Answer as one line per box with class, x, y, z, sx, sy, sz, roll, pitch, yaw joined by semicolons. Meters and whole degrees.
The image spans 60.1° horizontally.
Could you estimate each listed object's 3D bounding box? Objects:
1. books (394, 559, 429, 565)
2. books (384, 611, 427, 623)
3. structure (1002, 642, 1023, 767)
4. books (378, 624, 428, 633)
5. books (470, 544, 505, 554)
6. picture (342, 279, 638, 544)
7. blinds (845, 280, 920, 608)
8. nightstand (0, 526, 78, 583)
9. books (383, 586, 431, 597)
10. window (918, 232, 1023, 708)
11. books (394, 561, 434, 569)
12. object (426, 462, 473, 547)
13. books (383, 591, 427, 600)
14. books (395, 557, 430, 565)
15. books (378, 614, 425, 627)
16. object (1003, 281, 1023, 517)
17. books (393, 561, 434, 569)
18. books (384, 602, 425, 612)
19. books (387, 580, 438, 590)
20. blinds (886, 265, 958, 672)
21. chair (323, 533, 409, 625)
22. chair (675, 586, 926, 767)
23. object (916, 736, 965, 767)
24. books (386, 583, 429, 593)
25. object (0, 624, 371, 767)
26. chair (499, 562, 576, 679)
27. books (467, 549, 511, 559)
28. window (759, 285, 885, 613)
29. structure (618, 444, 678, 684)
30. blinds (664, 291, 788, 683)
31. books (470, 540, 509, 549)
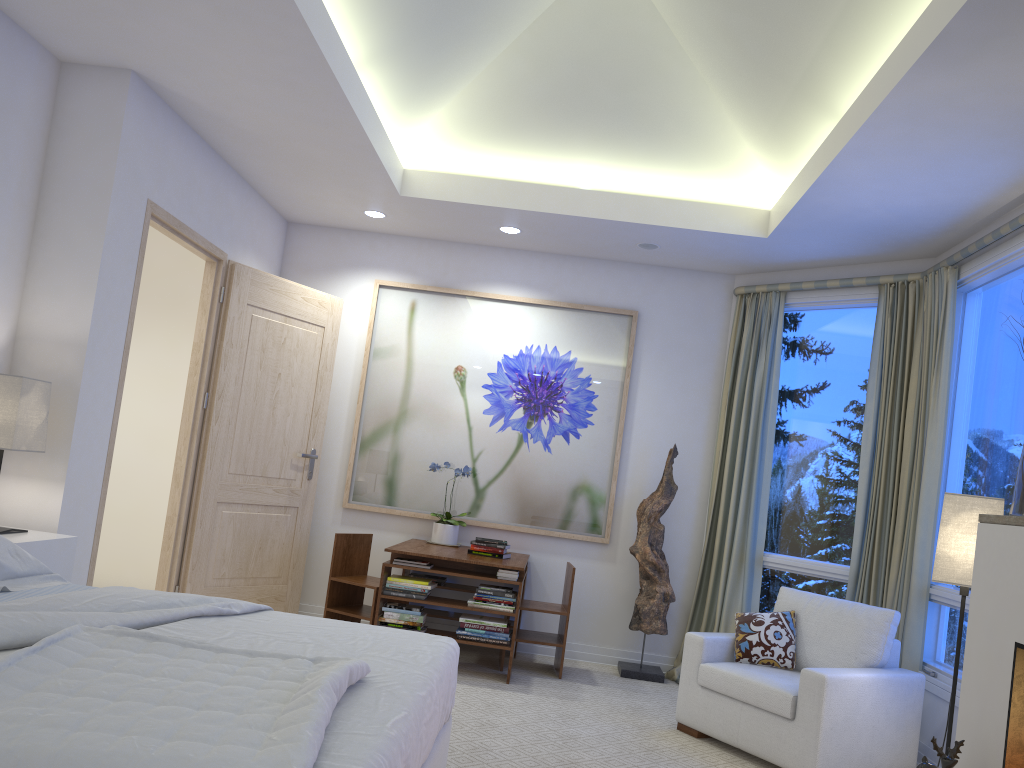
books;-0.535;0.947;4.731;0.174;0.008;0.112;7;-6;4
books;-0.562;1.225;4.690;0.208;0.035;0.145;7;-6;4
structure;1.588;1.007;2.026;0.475;0.613;0.878;7;-5;4
books;-0.576;1.290;4.698;0.242;0.019;0.169;7;-6;4
books;-0.130;0.936;5.029;0.190;0.031;0.132;7;-6;8
picture;-0.136;0.161;5.561;1.679;1.456;0.030;7;-3;3
blinds;1.883;0.608;4.590;0.271;2.364;0.523;11;-4;-43
nightstand;-1.999;0.720;2.186;0.400;0.598;2.561;7;-6;4
books;-0.555;1.098;4.713;0.234;0.019;0.144;7;-6;3
window;2.120;0.374;3.697;0.206;2.020;1.519;7;-4;4
books;-0.525;0.959;4.723;0.201;0.015;0.140;7;-6;4
object;-0.399;0.728;5.413;0.305;0.503;0.217;7;-4;3
books;-0.562;1.116;4.714;0.217;0.020;0.157;7;-6;4
books;-0.535;0.947;4.731;0.177;0.009;0.113;7;-6;4
books;-0.578;1.250;4.690;0.233;0.022;0.142;7;-6;3
object;1.518;0.046;2.615;0.188;0.690;0.194;6;-4;31
books;-0.524;0.960;4.723;0.201;0.014;0.137;7;-6;4
books;-0.569;1.182;4.694;0.198;0.017;0.114;7;-6;3
books;-0.531;1.065;4.730;0.239;0.019;0.173;7;-6;9
blinds;1.919;0.593;4.401;0.267;2.361;0.526;8;-3;-3
chair;-0.823;1.191;5.113;0.339;0.608;0.342;6;-4;29
chair;1.276;1.298;3.961;0.690;0.704;0.806;10;-6;-31
object;1.226;1.169;2.565;0.097;0.307;0.180;8;-4;-10
books;-0.549;1.080;4.720;0.222;0.020;0.155;7;-6;4
object;-0.692;0.785;1.721;0.718;0.465;0.917;8;-6;0
chair;0.137;1.311;5.033;0.340;0.608;0.341;8;-4;-1
books;-0.127;0.964;5.036;0.212;0.027;0.155;6;-6;18
window;1.571;0.125;2.082;0.813;2.018;6.876;7;-6;4
structure;0.845;1.038;5.273;0.305;1.389;0.265;7;-3;4
blinds;1.263;0.591;5.226;0.641;2.367;0.296;4;-5;45
books;-0.122;0.913;5.030;0.205;0.020;0.125;6;-6;13
